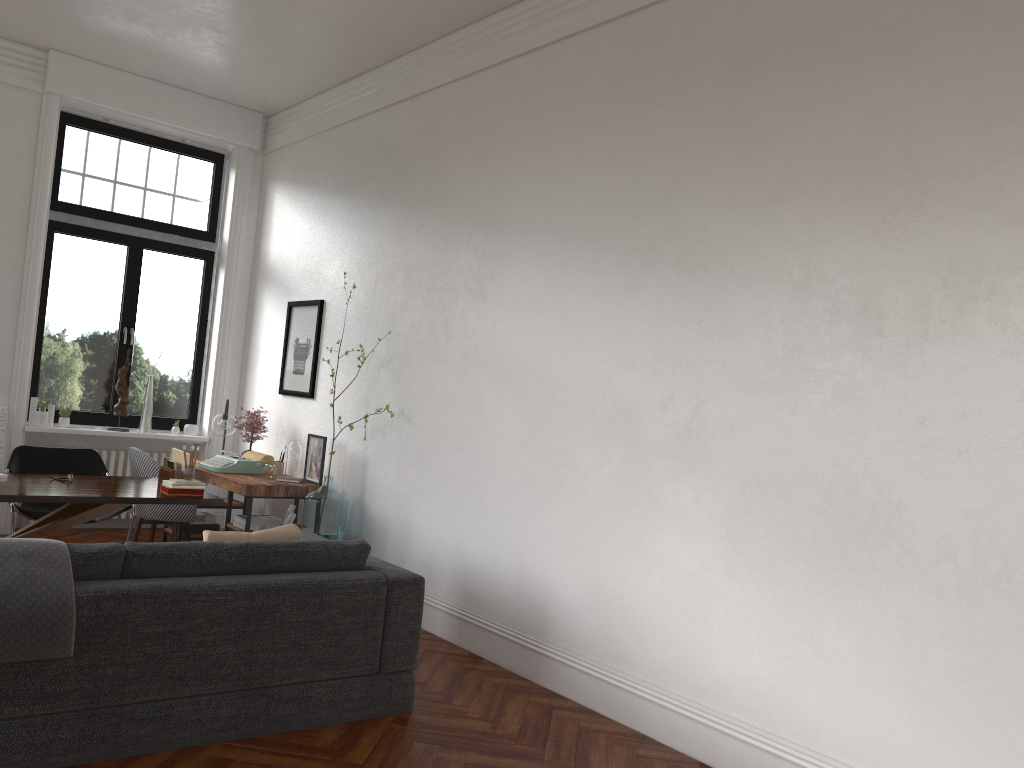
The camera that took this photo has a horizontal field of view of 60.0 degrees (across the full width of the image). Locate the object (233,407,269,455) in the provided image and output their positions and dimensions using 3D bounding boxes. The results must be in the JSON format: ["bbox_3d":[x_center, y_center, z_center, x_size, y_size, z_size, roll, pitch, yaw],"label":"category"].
[{"bbox_3d":[-2.230,0.440,7.572,0.290,0.529,0.308,6,-1,6],"label":"object"}]

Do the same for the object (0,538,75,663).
[{"bbox_3d":[-1.975,0.754,3.114,0.753,0.387,0.400,7,-1,-39],"label":"object"}]

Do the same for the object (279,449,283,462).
[{"bbox_3d":[-1.865,0.628,7.114,0.008,0.207,0.054,6,0,16],"label":"object"}]

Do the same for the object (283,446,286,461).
[{"bbox_3d":[-1.837,0.614,7.111,0.028,0.239,0.023,6,0,-42],"label":"object"}]

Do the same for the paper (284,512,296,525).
[{"bbox_3d":[-1.651,1.172,6.141,0.330,0.609,0.047,6,0,31],"label":"paper"}]

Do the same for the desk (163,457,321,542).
[{"bbox_3d":[-2.229,1.077,7.146,0.648,0.757,1.796,7,-1,-39],"label":"desk"}]

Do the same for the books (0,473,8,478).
[{"bbox_3d":[-3.153,0.531,5.160,0.231,0.026,0.326,6,-2,16],"label":"books"}]

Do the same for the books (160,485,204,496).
[{"bbox_3d":[-2.007,0.646,5.400,0.216,0.040,0.159,7,-2,-37],"label":"books"}]

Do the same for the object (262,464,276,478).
[{"bbox_3d":[-1.889,0.674,6.893,0.093,0.101,0.093,5,-1,43],"label":"object"}]

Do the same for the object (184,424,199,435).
[{"bbox_3d":[-3.050,0.436,8.427,0.132,0.097,0.134,6,-1,21],"label":"object"}]

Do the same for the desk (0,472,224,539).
[{"bbox_3d":[-2.951,0.935,5.044,2.229,0.751,1.029,7,-2,-39],"label":"desk"}]

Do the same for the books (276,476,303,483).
[{"bbox_3d":[-1.709,0.724,6.744,0.213,0.031,0.129,6,-1,-1],"label":"books"}]

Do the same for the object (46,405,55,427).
[{"bbox_3d":[-3.958,0.273,7.608,0.051,0.188,0.051,6,0,-4],"label":"object"}]

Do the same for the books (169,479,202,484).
[{"bbox_3d":[-1.996,0.594,5.425,0.159,0.008,0.128,7,-2,-37],"label":"books"}]

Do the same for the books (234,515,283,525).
[{"bbox_3d":[-1.857,1.004,6.543,0.309,0.038,0.225,7,-2,-39],"label":"books"}]

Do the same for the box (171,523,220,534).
[{"bbox_3d":[-2.722,1.226,7.620,0.318,0.082,0.296,7,-2,-39],"label":"box"}]

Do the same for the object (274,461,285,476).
[{"bbox_3d":[-1.869,0.676,7.094,0.058,0.113,0.075,6,-1,-39],"label":"object"}]

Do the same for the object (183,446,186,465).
[{"bbox_3d":[-2.006,0.477,5.445,0.049,0.193,0.008,6,0,-35],"label":"object"}]

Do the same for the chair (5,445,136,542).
[{"bbox_3d":[-3.040,0.893,5.989,0.753,0.872,0.745,7,-1,-39],"label":"chair"}]

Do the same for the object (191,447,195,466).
[{"bbox_3d":[-1.963,0.480,5.445,0.008,0.195,0.036,6,0,-26],"label":"object"}]

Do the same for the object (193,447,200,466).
[{"bbox_3d":[-1.958,0.482,5.469,0.044,0.194,0.008,6,0,-9],"label":"object"}]

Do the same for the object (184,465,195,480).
[{"bbox_3d":[-1.991,0.546,5.462,0.058,0.091,0.058,6,-1,38],"label":"object"}]

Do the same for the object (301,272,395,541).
[{"bbox_3d":[-1.112,0.212,6.298,0.806,2.058,0.354,6,0,32],"label":"object"}]

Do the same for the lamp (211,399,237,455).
[{"bbox_3d":[-2.495,0.406,7.684,0.208,0.550,0.441,6,-1,-15],"label":"lamp"}]

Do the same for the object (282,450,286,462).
[{"bbox_3d":[-1.841,0.629,7.097,0.054,0.207,0.008,6,0,34],"label":"object"}]

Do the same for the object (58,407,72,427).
[{"bbox_3d":[-3.892,0.284,7.723,0.097,0.185,0.099,6,-1,-16],"label":"object"}]

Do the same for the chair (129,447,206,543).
[{"bbox_3d":[-2.668,0.946,6.762,0.715,0.899,0.548,5,-1,44],"label":"chair"}]

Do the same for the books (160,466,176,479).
[{"bbox_3d":[-2.196,0.593,5.644,0.029,0.124,0.221,6,-1,-39],"label":"books"}]

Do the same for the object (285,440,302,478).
[{"bbox_3d":[-1.706,0.593,6.922,0.111,0.302,0.111,6,0,-2],"label":"object"}]

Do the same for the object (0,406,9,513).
[{"bbox_3d":[-4.458,0.674,6.961,0.831,1.062,0.233,7,-1,-39],"label":"object"}]

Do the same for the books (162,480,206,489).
[{"bbox_3d":[-2.000,0.613,5.409,0.208,0.028,0.164,7,-2,-41],"label":"books"}]

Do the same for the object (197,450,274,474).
[{"bbox_3d":[-2.244,0.614,7.143,0.485,0.149,0.534,7,-2,-40],"label":"object"}]

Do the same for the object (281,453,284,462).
[{"bbox_3d":[-1.853,0.630,7.118,0.008,0.207,0.054,6,0,38],"label":"object"}]

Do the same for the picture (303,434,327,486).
[{"bbox_3d":[-1.506,0.575,6.775,0.023,0.369,0.282,6,-1,-39],"label":"picture"}]

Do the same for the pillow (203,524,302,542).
[{"bbox_3d":[-1.240,0.873,4.126,0.486,0.460,0.225,7,-1,-39],"label":"pillow"}]

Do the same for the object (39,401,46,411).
[{"bbox_3d":[-4.022,0.253,7.584,0.051,0.213,0.051,6,0,-4],"label":"object"}]

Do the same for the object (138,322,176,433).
[{"bbox_3d":[-3.243,-0.069,8.102,0.296,1.053,0.289,6,0,-36],"label":"object"}]

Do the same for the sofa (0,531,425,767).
[{"bbox_3d":[-1.839,1.028,3.868,2.648,0.829,1.261,7,-2,-39],"label":"sofa"}]

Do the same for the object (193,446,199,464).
[{"bbox_3d":[-1.963,0.481,5.479,0.038,0.195,0.008,6,0,-13],"label":"object"}]

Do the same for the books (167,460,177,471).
[{"bbox_3d":[-2.185,0.573,5.706,0.041,0.157,0.128,6,-1,-39],"label":"books"}]

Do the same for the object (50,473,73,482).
[{"bbox_3d":[-2.729,0.569,5.423,0.132,0.047,0.114,6,-1,14],"label":"object"}]

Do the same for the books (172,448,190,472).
[{"bbox_3d":[-2.136,0.544,5.718,0.043,0.239,0.309,6,-1,-39],"label":"books"}]

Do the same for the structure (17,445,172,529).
[{"bbox_3d":[-3.650,0.984,8.055,1.455,0.778,0.225,7,-1,-39],"label":"structure"}]

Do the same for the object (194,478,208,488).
[{"bbox_3d":[-2.698,0.876,7.608,0.173,0.110,0.173,6,-1,-2],"label":"object"}]

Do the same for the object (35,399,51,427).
[{"bbox_3d":[-3.978,0.240,7.509,0.098,0.244,0.103,6,-1,29],"label":"object"}]

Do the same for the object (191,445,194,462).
[{"bbox_3d":[-1.988,0.478,5.489,0.008,0.195,0.032,6,0,5],"label":"object"}]

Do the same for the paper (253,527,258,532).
[{"bbox_3d":[-1.791,1.233,6.175,0.073,0.478,0.033,6,0,-2],"label":"paper"}]

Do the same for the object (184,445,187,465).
[{"bbox_3d":[-2.011,0.477,5.472,0.049,0.193,0.008,6,0,21],"label":"object"}]

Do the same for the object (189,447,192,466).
[{"bbox_3d":[-1.974,0.480,5.436,0.008,0.193,0.049,6,0,-15],"label":"object"}]

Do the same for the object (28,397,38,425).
[{"bbox_3d":[-4.084,0.233,7.558,0.051,0.238,0.051,6,0,-4],"label":"object"}]

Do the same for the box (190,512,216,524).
[{"bbox_3d":[-2.716,1.150,7.623,0.256,0.066,0.237,7,-2,-38],"label":"box"}]

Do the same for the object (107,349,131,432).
[{"bbox_3d":[-3.490,0.052,7.947,0.165,0.753,0.143,6,0,3],"label":"object"}]

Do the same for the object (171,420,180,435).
[{"bbox_3d":[-3.129,0.404,8.253,0.072,0.134,0.072,6,-1,-13],"label":"object"}]

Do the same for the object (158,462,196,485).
[{"bbox_3d":[-2.148,0.576,5.676,0.150,0.166,0.228,7,-1,-39],"label":"object"}]

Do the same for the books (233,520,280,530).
[{"bbox_3d":[-1.863,1.038,6.531,0.309,0.038,0.225,7,-2,-40],"label":"books"}]

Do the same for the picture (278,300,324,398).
[{"bbox_3d":[-1.786,-0.300,7.518,0.050,0.816,0.633,6,-1,-39],"label":"picture"}]

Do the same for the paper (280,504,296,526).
[{"bbox_3d":[-1.704,1.173,6.337,0.047,0.626,0.294,6,-1,44],"label":"paper"}]
